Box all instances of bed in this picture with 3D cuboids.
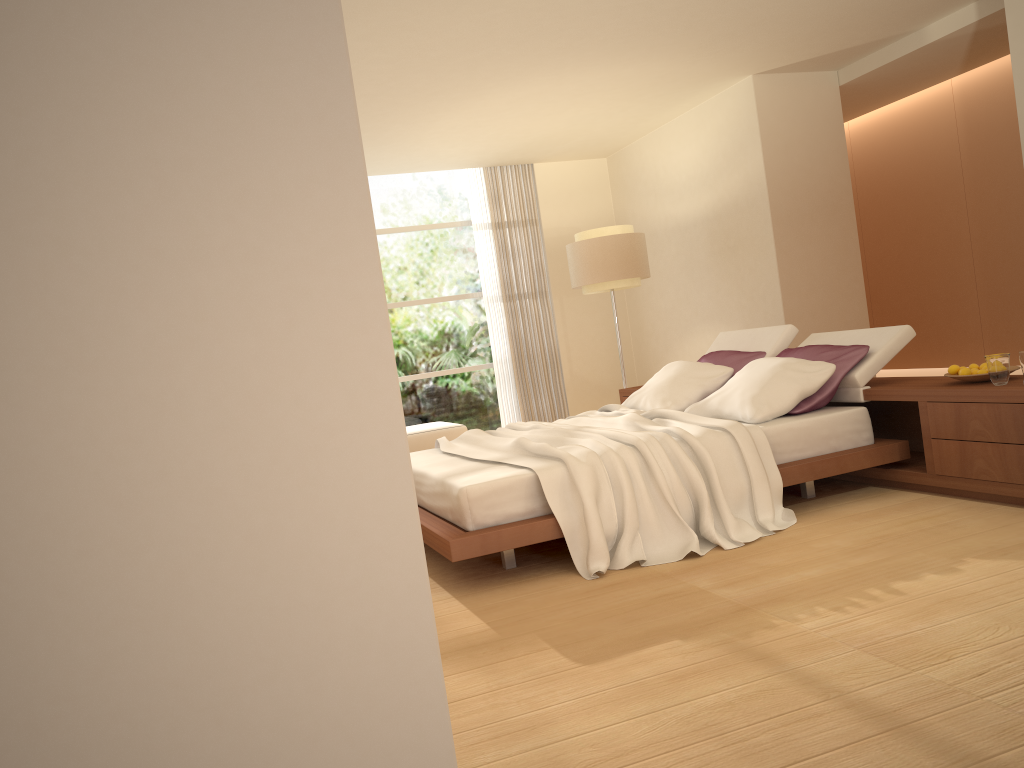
[{"bbox_3d":[0.571,0.465,5.218,2.535,0.570,2.599,-9,3,-19],"label":"bed"}]

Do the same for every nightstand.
[{"bbox_3d":[1.878,0.265,5.732,0.493,0.539,4.220,-9,3,-19],"label":"nightstand"}]

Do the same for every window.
[{"bbox_3d":[-1.899,-0.802,9.895,4.781,3.371,0.071,-9,3,-19],"label":"window"}]

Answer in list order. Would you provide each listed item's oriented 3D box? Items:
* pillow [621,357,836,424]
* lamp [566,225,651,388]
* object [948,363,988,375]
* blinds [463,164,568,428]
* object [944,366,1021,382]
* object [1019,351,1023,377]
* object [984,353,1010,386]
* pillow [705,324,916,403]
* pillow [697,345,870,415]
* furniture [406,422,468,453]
[{"bbox_3d":[1.221,0.029,5.490,0.561,0.339,1.720,-9,3,-19],"label":"pillow"},{"bbox_3d":[1.037,-0.492,8.650,0.817,2.018,0.817,-7,3,24],"label":"lamp"},{"bbox_3d":[2.316,-0.066,4.408,0.259,0.084,0.230,-6,3,41],"label":"object"},{"bbox_3d":[0.050,-1.095,10.250,0.814,3.351,0.202,-9,3,-20],"label":"blinds"},{"bbox_3d":[2.331,-0.040,4.396,0.337,0.053,0.337,-9,3,-6],"label":"object"},{"bbox_3d":[2.321,-0.072,3.996,0.052,0.154,0.052,-8,3,-1],"label":"object"},{"bbox_3d":[2.275,-0.066,4.145,0.110,0.141,0.110,-7,3,23],"label":"object"},{"bbox_3d":[1.761,-0.147,5.697,0.461,0.457,1.779,-9,3,-20],"label":"pillow"},{"bbox_3d":[1.469,-0.026,5.584,0.575,0.369,1.683,-9,3,-19],"label":"pillow"},{"bbox_3d":[-1.019,0.630,9.168,0.965,0.346,0.964,-9,3,-19],"label":"furniture"}]
